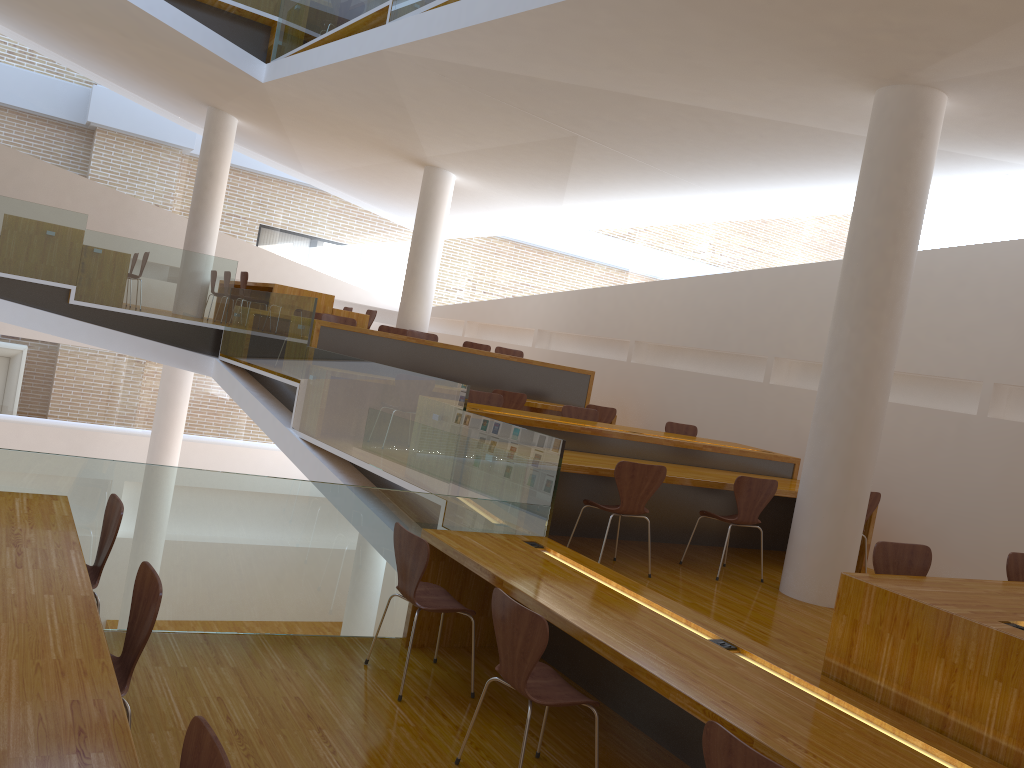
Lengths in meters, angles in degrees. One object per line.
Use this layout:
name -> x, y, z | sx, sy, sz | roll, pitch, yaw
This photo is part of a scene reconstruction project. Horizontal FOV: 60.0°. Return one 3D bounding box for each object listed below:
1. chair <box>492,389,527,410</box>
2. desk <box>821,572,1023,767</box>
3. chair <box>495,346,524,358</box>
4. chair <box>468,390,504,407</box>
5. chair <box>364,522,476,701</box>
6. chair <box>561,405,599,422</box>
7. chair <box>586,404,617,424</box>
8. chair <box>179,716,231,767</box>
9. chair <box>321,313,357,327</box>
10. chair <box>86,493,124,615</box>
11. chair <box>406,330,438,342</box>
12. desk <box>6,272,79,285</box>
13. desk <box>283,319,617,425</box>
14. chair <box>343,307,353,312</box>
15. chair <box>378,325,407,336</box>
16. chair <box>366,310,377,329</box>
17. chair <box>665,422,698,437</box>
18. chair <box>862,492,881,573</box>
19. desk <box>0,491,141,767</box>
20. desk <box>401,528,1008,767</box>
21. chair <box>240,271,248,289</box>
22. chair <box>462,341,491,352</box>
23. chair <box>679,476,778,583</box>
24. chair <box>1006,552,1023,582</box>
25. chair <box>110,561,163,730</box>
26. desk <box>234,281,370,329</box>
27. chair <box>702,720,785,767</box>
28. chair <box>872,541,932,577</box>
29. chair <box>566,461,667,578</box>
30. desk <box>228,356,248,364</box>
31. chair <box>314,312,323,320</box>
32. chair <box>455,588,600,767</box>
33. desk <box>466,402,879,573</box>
chair -> -0.159, 0.391, 8.591 | 0.428, 0.693, 0.381 | 10, 2, -30
desk -> 2.698, 1.260, 3.749 | 3.185, 0.606, 0.760 | 10, 2, -30
chair -> -0.003, -0.054, 10.201 | 0.428, 0.693, 0.381 | 10, 2, -30
chair -> -0.210, 0.421, 7.011 | 0.428, 0.693, 0.381 | 10, 2, -30
chair -> -0.369, 1.023, 4.072 | 0.381, 0.693, 0.428 | 10, 2, -30
chair -> 0.617, 0.560, 7.501 | 0.428, 0.693, 0.381 | 10, 2, -30
chair -> 0.775, 0.547, 9.189 | 0.428, 0.693, 0.381 | 10, 2, -30
chair -> -0.771, 1.016, 1.609 | 0.381, 0.693, 0.428 | 10, 2, -30
chair -> -1.790, -0.355, 9.185 | 0.428, 0.693, 0.381 | 10, 2, -30
chair -> -1.769, 0.783, 3.431 | 0.381, 0.693, 0.428 | 10, 2, -30
chair -> -0.964, -0.216, 9.676 | 0.428, 0.693, 0.381 | 10, 2, -30
desk -> -5.547, -1.476, 10.824 | 1.248, 0.757, 3.196 | 10, 2, -30
desk -> -0.584, 0.124, 9.077 | 3.216, 1.022, 1.248 | 10, 2, -30
chair -> -2.596, -0.808, 12.892 | 0.381, 0.693, 0.428 | 10, 2, -30
chair -> -1.495, -0.334, 10.384 | 0.428, 0.693, 0.381 | 10, 2, -30
chair -> -2.117, -0.697, 12.054 | 0.381, 0.693, 0.428 | 10, 2, -30
chair -> 1.588, 0.724, 8.033 | 0.428, 0.693, 0.381 | 10, 2, -30
chair -> 2.402, 1.090, 6.558 | 0.428, 0.693, 0.381 | 10, 2, -30
desk -> -1.781, 1.022, 2.174 | 1.285, 0.918, 3.236 | 10, 2, -30
desk -> 0.595, 1.269, 3.344 | 0.760, 0.606, 3.185 | 10, 2, -30
chair -> -3.204, -1.014, 10.983 | 0.381, 0.693, 0.428 | 10, 2, -30
chair -> -0.561, -0.178, 10.982 | 0.428, 0.693, 0.381 | 10, 2, -30
chair -> 1.469, 0.934, 5.960 | 0.428, 0.693, 0.381 | 10, 2, -30
chair -> 2.516, 1.177, 4.127 | 0.428, 0.693, 0.381 | 10, 2, -30
chair -> -1.290, 0.894, 2.594 | 0.381, 0.693, 0.428 | 10, 2, -30
desk -> -3.165, -0.924, 12.333 | 1.247, 0.762, 3.194 | 10, 2, -30
chair -> 0.693, 1.267, 2.288 | 0.381, 0.693, 0.428 | 10, 2, -30
chair -> 1.689, 1.038, 3.636 | 0.428, 0.693, 0.381 | 10, 2, -30
chair -> 0.642, 0.795, 5.470 | 0.428, 0.693, 0.381 | 10, 2, -30
desk -> -1.621, -0.324, 10.780 | 3.356, 0.606, 0.760 | 10, 2, -30
chair -> -2.321, -0.472, 9.893 | 0.428, 0.693, 0.381 | 10, 2, -30
chair -> 0.109, 1.134, 3.234 | 0.381, 0.693, 0.428 | 10, 2, -30
desk -> 1.020, 0.788, 6.639 | 3.243, 0.785, 1.527 | 10, 2, -30
